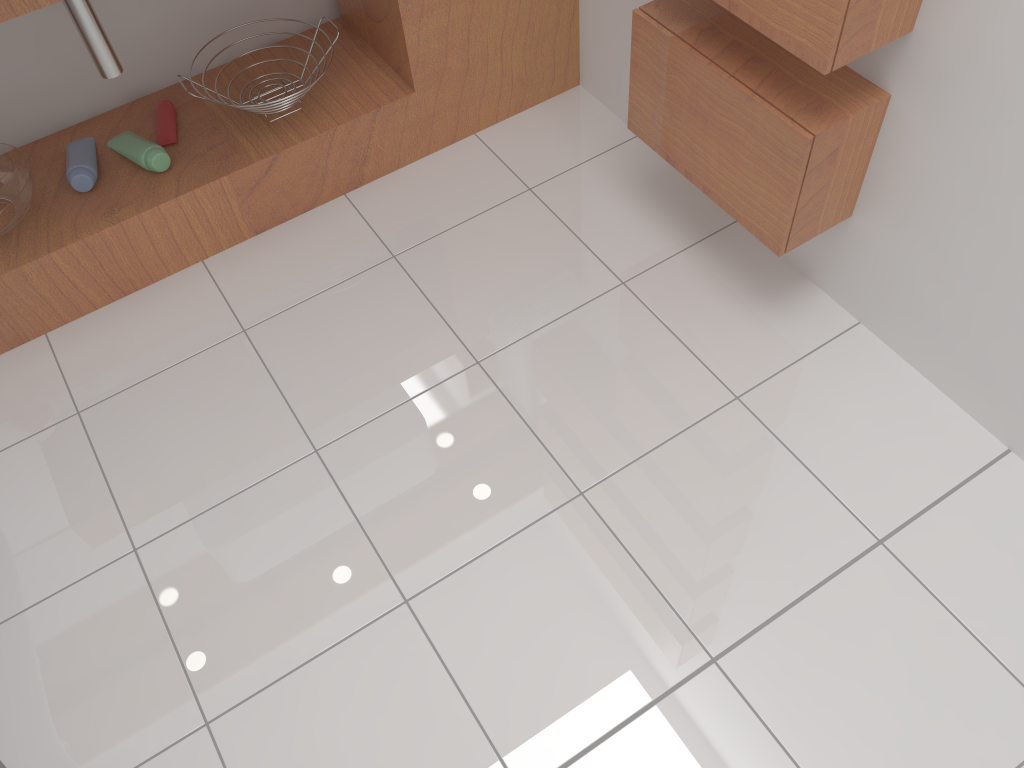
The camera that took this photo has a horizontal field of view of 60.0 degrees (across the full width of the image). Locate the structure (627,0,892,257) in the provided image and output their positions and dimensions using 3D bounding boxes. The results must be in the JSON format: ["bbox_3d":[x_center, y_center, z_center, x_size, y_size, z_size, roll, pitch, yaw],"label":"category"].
[{"bbox_3d":[0.393,-0.459,1.503,0.165,0.245,0.417,-29,57,-15],"label":"structure"}]

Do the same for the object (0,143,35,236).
[{"bbox_3d":[-1.012,-0.340,1.675,0.245,0.090,0.245,23,59,20],"label":"object"}]

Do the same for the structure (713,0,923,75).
[{"bbox_3d":[0.368,-0.662,1.219,0.165,0.245,0.417,-29,57,-15],"label":"structure"}]

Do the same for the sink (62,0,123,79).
[{"bbox_3d":[-0.739,-0.730,1.312,0.657,0.673,0.552,-29,57,-15],"label":"sink"}]

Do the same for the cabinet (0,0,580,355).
[{"bbox_3d":[-0.645,-0.643,1.693,1.635,0.719,0.355,-29,57,-15],"label":"cabinet"}]

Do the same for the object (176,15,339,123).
[{"bbox_3d":[-0.500,-0.624,1.813,0.291,0.126,0.291,11,56,12],"label":"object"}]

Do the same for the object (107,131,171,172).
[{"bbox_3d":[-0.756,-0.479,1.783,0.187,0.052,0.059,34,64,25],"label":"object"}]

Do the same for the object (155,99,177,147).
[{"bbox_3d":[-0.718,-0.539,1.839,0.042,0.037,0.133,-13,55,-5],"label":"object"}]

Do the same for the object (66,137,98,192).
[{"bbox_3d":[-0.866,-0.454,1.775,0.059,0.052,0.187,-20,55,-9],"label":"object"}]

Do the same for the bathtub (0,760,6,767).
[{"bbox_3d":[-1.283,0.446,1.009,1.055,0.674,1.863,-29,57,-15],"label":"bathtub"}]
